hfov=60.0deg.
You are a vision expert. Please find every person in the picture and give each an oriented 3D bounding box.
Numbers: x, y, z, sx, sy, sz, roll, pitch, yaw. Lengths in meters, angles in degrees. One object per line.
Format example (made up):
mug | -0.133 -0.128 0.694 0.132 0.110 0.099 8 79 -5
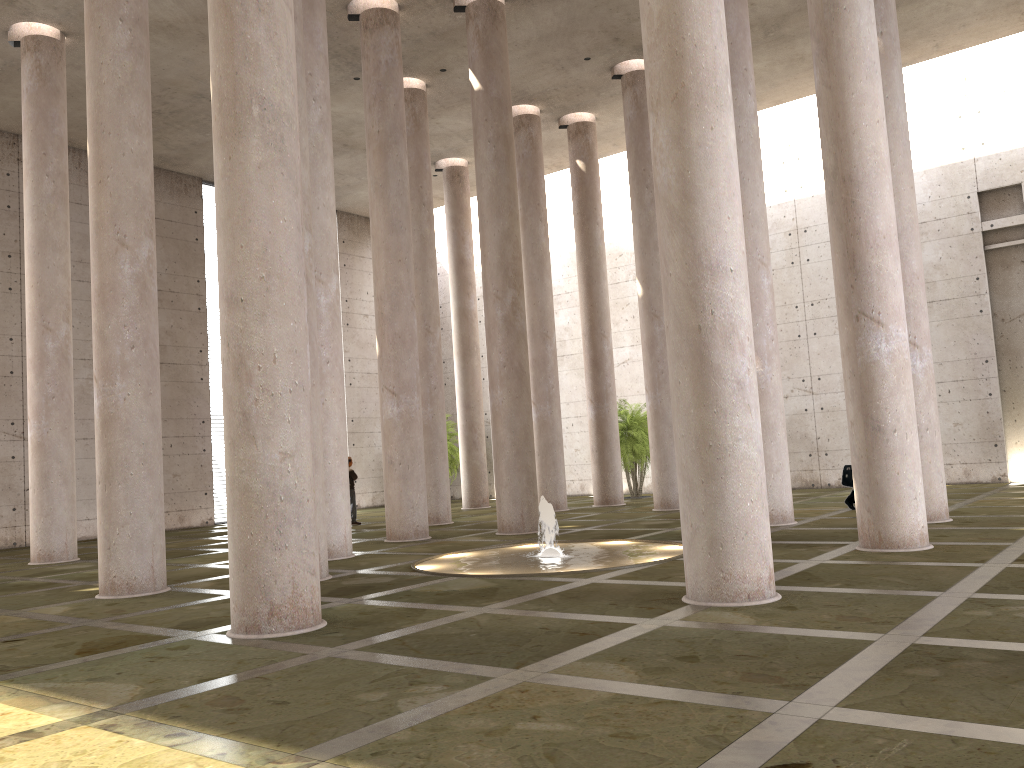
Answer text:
person | -4.143 2.665 22.241 0.789 1.752 0.001 -5 -5 17
person | 6.649 1.465 16.873 0.898 1.851 0.001 -7 -6 37

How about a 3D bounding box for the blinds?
blinds | -8.699 -0.872 27.394 0.202 10.110 1.676 -7 -6 37

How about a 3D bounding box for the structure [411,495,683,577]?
structure | 0.539 2.196 12.468 3.913 1.279 3.916 -5 -5 10

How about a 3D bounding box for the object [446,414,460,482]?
object | -2.770 2.697 31.284 2.483 3.247 2.333 -8 -6 40

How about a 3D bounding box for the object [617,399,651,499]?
object | 3.581 1.956 26.371 2.151 3.126 2.290 -5 -5 20
